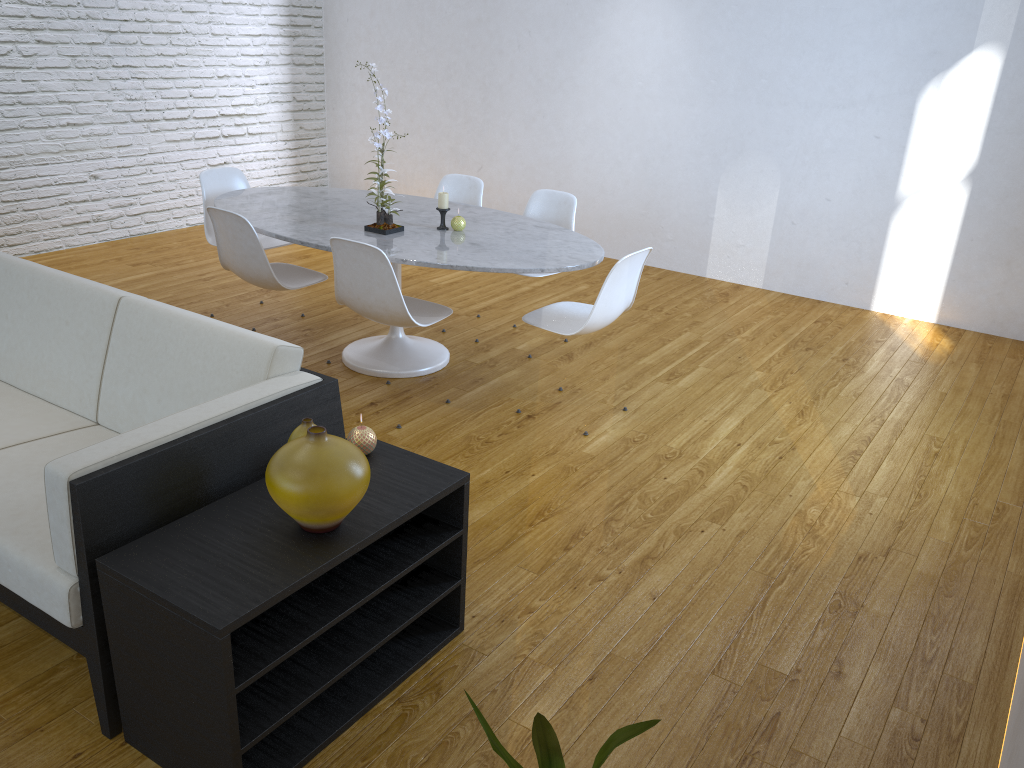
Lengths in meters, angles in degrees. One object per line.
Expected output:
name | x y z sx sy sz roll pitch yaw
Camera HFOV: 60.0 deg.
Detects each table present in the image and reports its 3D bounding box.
table | -0.506 -0.404 3.883 1.902 0.630 1.062 16 26 28

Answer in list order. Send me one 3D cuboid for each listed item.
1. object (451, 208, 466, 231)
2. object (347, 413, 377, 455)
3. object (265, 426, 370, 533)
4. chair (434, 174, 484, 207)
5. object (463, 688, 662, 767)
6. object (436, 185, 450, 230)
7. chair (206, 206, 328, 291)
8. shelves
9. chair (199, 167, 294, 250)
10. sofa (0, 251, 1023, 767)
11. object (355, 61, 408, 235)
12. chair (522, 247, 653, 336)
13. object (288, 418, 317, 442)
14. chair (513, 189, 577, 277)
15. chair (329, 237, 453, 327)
object | -0.219 -0.676 3.633 0.062 0.092 0.062 -1 23 -10
object | -0.360 0.117 2.122 0.071 0.105 0.071 -10 26 -28
object | -0.391 0.189 1.793 0.207 0.218 0.204 -3 24 -15
chair | -0.352 -0.833 4.388 0.404 0.356 0.416 16 26 28
object | 0.105 0.747 0.694 0.380 0.992 0.478 5 23 4
object | -0.281 -0.722 3.625 0.059 0.178 0.058 10 24 16
chair | -1.011 -0.572 3.658 0.404 0.356 0.416 19 27 32
shelves | -0.455 0.479 1.967 0.348 0.456 0.724 17 26 29
chair | -1.265 -0.831 4.253 0.417 0.356 0.403 18 27 31
sofa | -1.910 0.264 2.010 5.315 0.687 9.650 17 26 30
object | -0.487 -0.912 3.458 0.201 0.646 0.164 -10 27 -27
chair | 0.287 -0.371 3.351 0.417 0.356 0.403 18 27 31
object | -0.447 0.152 1.950 0.095 0.162 0.094 -3 24 -15
chair | 0.087 -0.698 4.120 0.404 0.356 0.416 18 27 32
chair | -0.456 -0.398 3.312 0.404 0.356 0.416 17 26 29
